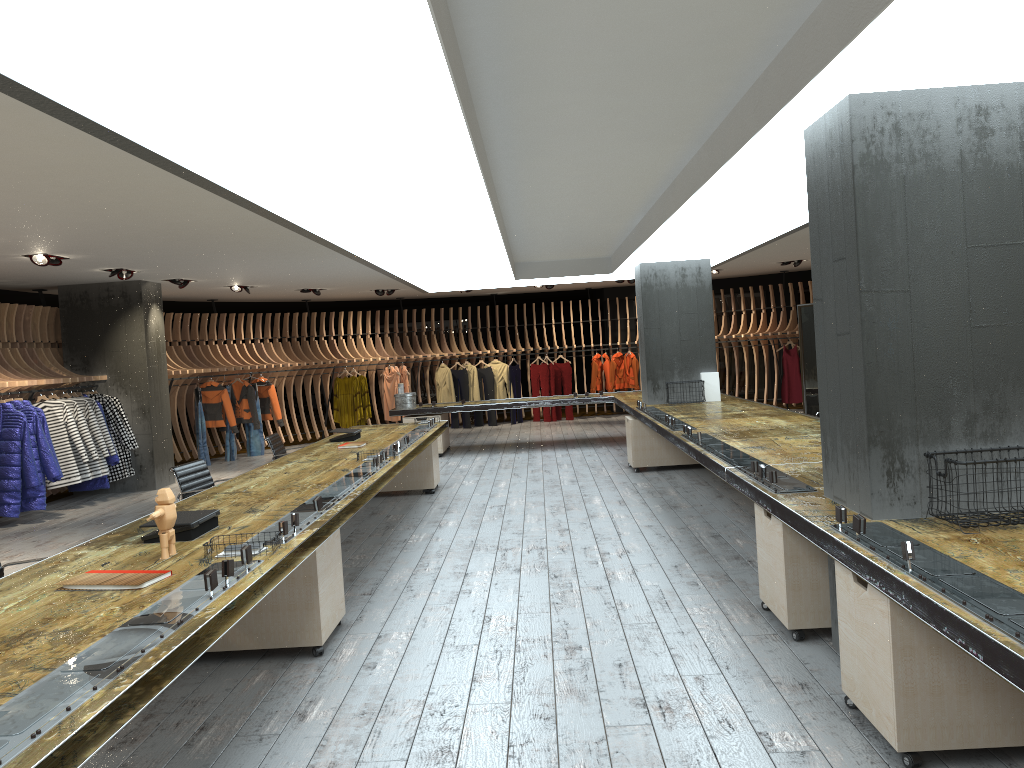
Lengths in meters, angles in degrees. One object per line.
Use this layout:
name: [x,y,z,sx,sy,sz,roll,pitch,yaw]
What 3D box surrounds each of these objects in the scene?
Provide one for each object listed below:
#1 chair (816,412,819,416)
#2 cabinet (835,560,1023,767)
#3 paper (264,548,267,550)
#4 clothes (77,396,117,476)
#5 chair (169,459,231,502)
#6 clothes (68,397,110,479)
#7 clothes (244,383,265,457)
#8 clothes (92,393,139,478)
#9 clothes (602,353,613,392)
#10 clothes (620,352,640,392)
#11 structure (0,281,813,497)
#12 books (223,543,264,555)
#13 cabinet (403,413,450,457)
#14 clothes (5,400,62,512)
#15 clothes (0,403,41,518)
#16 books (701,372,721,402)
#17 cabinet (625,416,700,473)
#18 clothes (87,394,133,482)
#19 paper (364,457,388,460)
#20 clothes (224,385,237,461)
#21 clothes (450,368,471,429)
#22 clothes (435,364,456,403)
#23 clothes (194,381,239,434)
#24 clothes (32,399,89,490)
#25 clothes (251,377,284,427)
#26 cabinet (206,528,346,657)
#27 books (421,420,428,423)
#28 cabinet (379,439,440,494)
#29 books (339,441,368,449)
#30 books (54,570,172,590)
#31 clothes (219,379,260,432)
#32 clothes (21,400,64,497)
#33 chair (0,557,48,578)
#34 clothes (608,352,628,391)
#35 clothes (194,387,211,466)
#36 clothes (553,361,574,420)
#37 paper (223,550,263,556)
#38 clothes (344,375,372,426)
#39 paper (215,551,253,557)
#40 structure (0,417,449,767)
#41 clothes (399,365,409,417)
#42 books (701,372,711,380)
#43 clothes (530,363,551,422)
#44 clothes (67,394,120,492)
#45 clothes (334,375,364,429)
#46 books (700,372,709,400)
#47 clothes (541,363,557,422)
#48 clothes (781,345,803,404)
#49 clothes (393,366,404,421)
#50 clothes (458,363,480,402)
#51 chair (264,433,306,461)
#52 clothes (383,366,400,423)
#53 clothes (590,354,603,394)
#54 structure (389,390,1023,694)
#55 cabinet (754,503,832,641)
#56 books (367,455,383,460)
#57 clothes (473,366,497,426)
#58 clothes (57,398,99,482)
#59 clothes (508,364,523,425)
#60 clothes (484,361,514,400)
chair: [3.252,0.572,8.918,0.667,0.859,0.693,-4,2,-2]
cabinet: [1.910,0.994,3.369,1.131,0.630,0.594,-4,2,2]
paper: [-1.175,0.732,3.873,0.176,0.004,0.130,-3,2,10]
clothes: [-5.296,0.673,11.026,0.752,1.061,0.128,-4,1,0]
chair: [-2.155,1.008,6.671,0.667,0.859,0.693,-4,2,-2]
clothes: [-5.301,0.680,10.848,0.752,1.061,0.128,-4,1,0]
clothes: [-4.477,0.685,15.342,0.309,1.421,0.200,-4,1,-26]
clothes: [-5.270,0.705,11.579,0.799,1.185,0.192,-4,1,2]
clothes: [2.006,-0.209,18.519,0.201,0.881,0.840,-4,2,7]
clothes: [2.448,-0.232,18.386,0.201,0.881,0.839,-4,2,-18]
structure: [0.849,0.179,1.103,14.881,2.439,36.573,-4,2,2]
books: [-1.170,0.717,3.869,0.155,0.025,0.110,-4,2,-3]
cabinet: [-1.332,0.782,13.890,0.593,0.630,1.132,-4,2,2]
clothes: [-5.406,0.801,9.675,0.883,1.245,0.249,-4,1,-2]
clothes: [-5.567,0.826,9.539,0.880,1.260,0.242,-4,1,-2]
books: [2.492,0.039,11.097,0.215,0.368,0.073,-4,1,2]
cabinet: [1.989,0.693,10.776,1.131,0.630,0.594,-4,2,2]
clothes: [-5.266,0.712,11.391,0.807,1.187,0.192,-4,1,2]
paper: [-1.085,0.595,7.089,0.176,0.004,0.130,-3,2,8]
clothes: [-4.746,0.724,14.812,0.200,1.421,0.309,-4,1,-6]
clothes: [-1.070,0.347,18.146,0.539,1.352,0.087,-3,2,36]
clothes: [-1.383,0.045,18.029,0.250,0.889,0.704,-5,2,-38]
clothes: [-4.917,0.391,14.568,0.839,0.881,0.201,-3,1,17]
clothes: [-5.314,0.701,10.350,0.752,1.061,0.128,-4,1,0]
clothes: [-4.373,0.316,15.569,0.839,0.881,0.201,-3,2,32]
cabinet: [-1.573,1.153,4.987,1.131,0.630,0.594,-4,2,2]
books: [-0.996,0.443,10.463,0.155,0.025,0.110,-4,2,-3]
cabinet: [-1.435,0.937,10.190,1.131,0.630,0.594,-4,2,2]
books: [-1.479,0.568,8.275,0.213,0.026,0.366,-4,2,2]
books: [-1.551,0.764,3.461,0.366,0.026,0.213,-3,2,12]
clothes: [-4.624,0.356,15.051,0.839,0.881,0.201,-3,2,22]
clothes: [-5.480,0.801,9.856,0.885,1.238,0.246,-4,1,-2]
chair: [-2.259,1.121,4.028,0.667,0.859,0.693,-4,2,-7]
clothes: [2.209,-0.219,18.444,0.200,0.881,0.840,-3,2,32]
clothes: [-4.983,0.761,14.268,0.200,1.421,0.309,-4,1,-21]
clothes: [1.058,0.199,18.542,0.551,1.337,0.093,-2,2,42]
paper: [-1.175,0.732,3.873,0.176,0.004,0.130,-4,2,4]
clothes: [-3.001,0.349,17.044,0.664,1.044,0.168,-3,2,33]
paper: [-1.188,0.735,3.869,0.176,0.003,0.130,-4,2,0]
structure: [-1.466,1.020,5.476,1.162,0.844,10.457,-4,2,2]
clothes: [-2.139,0.205,17.654,0.125,1.155,0.447,-5,2,-34]
books: [2.492,0.038,11.125,0.215,0.367,0.075,-4,1,2]
clothes: [0.604,0.229,18.524,0.093,1.337,0.551,-5,2,-43]
clothes: [-5.414,0.742,11.237,0.885,1.238,0.246,-4,1,-2]
clothes: [-3.136,0.362,16.921,0.664,1.044,0.168,-3,2,33]
books: [2.493,0.036,11.167,0.215,0.368,0.047,-4,1,2]
clothes: [0.770,0.218,18.535,0.093,1.337,0.551,-4,2,-28]
clothes: [5.383,-0.189,17.037,0.444,1.128,0.127,-4,1,-1]
clothes: [-2.283,0.218,17.574,0.125,1.155,0.447,-4,2,-29]
clothes: [-0.893,0.005,18.223,0.704,0.889,0.250,-2,2,42]
chair: [-2.105,0.917,8.881,0.668,0.859,0.693,-4,2,-12]
clothes: [-2.381,0.227,17.511,0.447,1.155,0.125,-3,2,36]
clothes: [1.773,-0.193,18.492,0.201,0.881,0.840,-3,2,17]
structure: [0.361,0.913,5.209,4.835,0.844,18.485,-4,2,2]
cabinet: [1.947,0.938,4.721,1.131,0.630,0.594,-4,2,2]
books: [-1.080,0.583,7.086,0.155,0.025,0.110,-4,2,-3]
clothes: [-0.578,0.309,18.303,0.539,1.352,0.087,-3,1,26]
clothes: [-5.308,0.691,10.585,0.752,1.061,0.128,-4,1,0]
clothes: [0.079,0.257,18.461,0.087,1.352,0.539,-3,2,26]
clothes: [-0.313,-0.040,18.369,0.704,0.889,0.250,-3,2,22]
